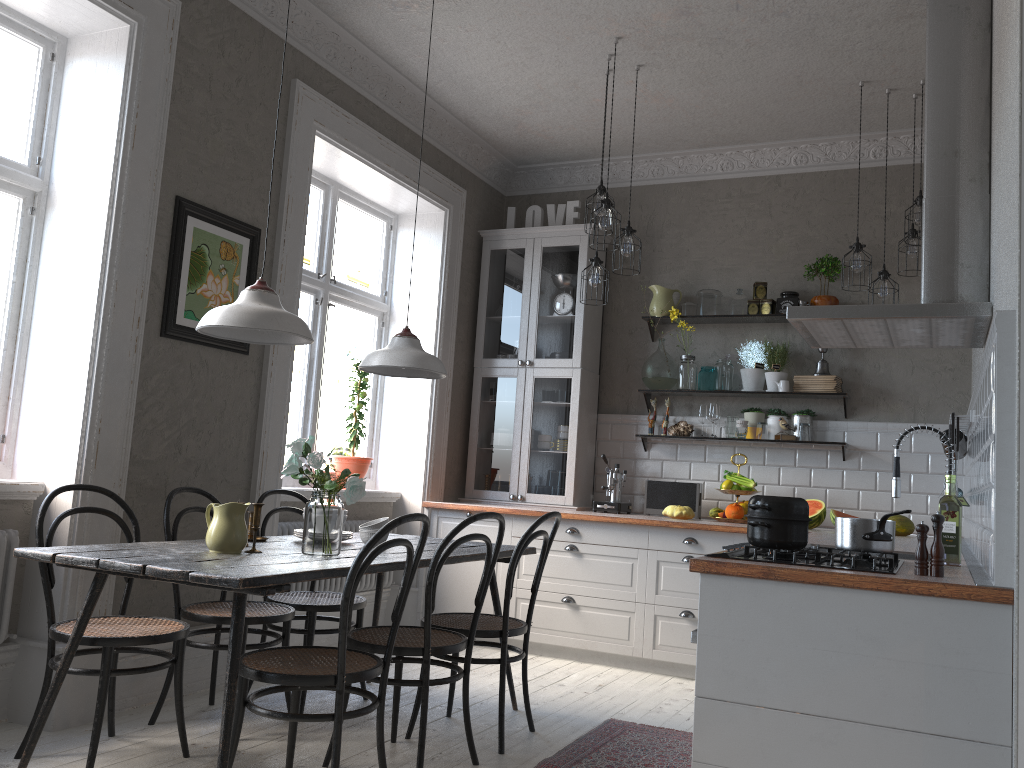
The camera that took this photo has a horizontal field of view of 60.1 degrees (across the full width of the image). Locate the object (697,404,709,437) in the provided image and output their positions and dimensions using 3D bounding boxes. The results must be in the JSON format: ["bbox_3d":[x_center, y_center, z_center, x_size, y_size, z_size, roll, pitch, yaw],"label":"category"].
[{"bbox_3d":[1.243,0.244,5.767,0.081,0.217,0.082,3,-6,11],"label":"object"}]

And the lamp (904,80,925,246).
[{"bbox_3d":[2.211,-1.610,4.767,0.147,1.735,0.146,4,-6,-3],"label":"lamp"}]

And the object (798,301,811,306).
[{"bbox_3d":[1.821,-0.472,5.505,0.092,0.096,0.076,1,-7,26],"label":"object"}]

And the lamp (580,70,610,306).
[{"bbox_3d":[0.497,-1.295,4.839,0.147,1.735,0.146,5,-6,-8],"label":"lamp"}]

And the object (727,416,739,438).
[{"bbox_3d":[1.401,0.278,5.623,0.079,0.139,0.078,4,-6,-2],"label":"object"}]

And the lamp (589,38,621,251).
[{"bbox_3d":[0.517,-1.540,4.508,0.148,1.735,0.145,6,-7,-18],"label":"lamp"}]

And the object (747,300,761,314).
[{"bbox_3d":[1.556,-0.478,5.685,0.081,0.113,0.084,1,-7,25],"label":"object"}]

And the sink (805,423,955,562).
[{"bbox_3d":[1.305,0.495,3.165,0.519,0.720,0.494,1,-7,25],"label":"sink"}]

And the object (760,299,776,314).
[{"bbox_3d":[1.632,-0.478,5.645,0.081,0.113,0.084,-1,-8,35],"label":"object"}]

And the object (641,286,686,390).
[{"bbox_3d":[0.974,-0.294,5.872,0.336,0.675,0.336,5,-6,-6],"label":"object"}]

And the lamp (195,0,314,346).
[{"bbox_3d":[-0.797,-1.076,3.074,0.386,1.859,0.372,7,-7,-27],"label":"lamp"}]

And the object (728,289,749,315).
[{"bbox_3d":[1.496,-0.520,5.831,0.141,0.220,0.138,6,-6,-15],"label":"object"}]

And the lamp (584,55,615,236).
[{"bbox_3d":[0.510,-1.651,4.705,0.145,1.735,0.148,3,-6,12],"label":"lamp"}]

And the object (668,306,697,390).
[{"bbox_3d":[1.106,-0.229,5.753,0.189,0.540,0.284,2,-6,17],"label":"object"}]

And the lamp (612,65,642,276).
[{"bbox_3d":[0.663,-1.450,4.782,0.145,1.735,0.148,3,-6,12],"label":"lamp"}]

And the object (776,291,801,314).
[{"bbox_3d":[1.767,-0.500,5.644,0.140,0.174,0.144,1,-7,25],"label":"object"}]

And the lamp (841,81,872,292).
[{"bbox_3d":[1.888,-1.367,4.801,0.149,1.735,0.144,8,-7,-33],"label":"lamp"}]

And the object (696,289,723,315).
[{"bbox_3d":[1.293,-0.517,5.816,0.175,0.184,0.169,7,-7,-25],"label":"object"}]

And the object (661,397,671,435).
[{"bbox_3d":[1.024,0.218,5.852,0.062,0.264,0.052,7,-7,-28],"label":"object"}]

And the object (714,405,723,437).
[{"bbox_3d":[1.319,0.244,5.728,0.081,0.217,0.082,3,-6,11],"label":"object"}]

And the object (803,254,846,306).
[{"bbox_3d":[1.963,-0.613,5.519,0.246,0.397,0.255,9,-8,-40],"label":"object"}]

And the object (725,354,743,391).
[{"bbox_3d":[1.445,-0.061,5.807,0.129,0.264,0.134,0,-7,31],"label":"object"}]

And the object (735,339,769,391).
[{"bbox_3d":[1.568,-0.112,5.690,0.239,0.354,0.239,-2,-8,43],"label":"object"}]

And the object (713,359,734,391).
[{"bbox_3d":[1.356,-0.051,5.677,0.127,0.206,0.122,9,-8,-42],"label":"object"}]

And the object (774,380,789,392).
[{"bbox_3d":[1.686,0.016,5.489,0.064,0.071,0.104,8,-7,-34],"label":"object"}]

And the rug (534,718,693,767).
[{"bbox_3d":[0.478,1.414,3.231,0.724,0.014,1.309,1,-7,26],"label":"rug"}]

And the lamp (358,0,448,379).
[{"bbox_3d":[-0.403,-0.964,3.885,0.372,1.859,0.386,0,-7,33],"label":"lamp"}]

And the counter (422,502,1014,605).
[{"bbox_3d":[0.499,0.683,4.235,3.110,0.039,3.444,1,-7,25],"label":"counter"}]

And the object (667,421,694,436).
[{"bbox_3d":[1.100,0.291,5.780,0.176,0.111,0.096,4,-6,2],"label":"object"}]

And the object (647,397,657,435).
[{"bbox_3d":[0.936,0.219,5.910,0.053,0.264,0.061,4,-6,-3],"label":"object"}]

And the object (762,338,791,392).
[{"bbox_3d":[1.665,-0.129,5.591,0.186,0.380,0.167,5,-6,-14],"label":"object"}]

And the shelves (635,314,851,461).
[{"bbox_3d":[1.471,0.031,5.680,1.295,0.923,0.232,1,-7,24],"label":"shelves"}]

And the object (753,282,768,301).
[{"bbox_3d":[1.588,-0.591,5.671,0.082,0.113,0.083,3,-6,5],"label":"object"}]

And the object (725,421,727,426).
[{"bbox_3d":[1.407,0.281,5.704,0.076,0.083,0.079,-2,-8,43],"label":"object"}]

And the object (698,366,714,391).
[{"bbox_3d":[1.283,-0.025,5.807,0.124,0.172,0.128,0,-7,29],"label":"object"}]

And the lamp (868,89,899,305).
[{"bbox_3d":[2.054,-1.227,4.857,0.147,1.735,0.146,4,-6,-3],"label":"lamp"}]

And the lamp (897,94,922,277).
[{"bbox_3d":[2.240,-1.462,4.925,0.149,1.735,0.144,7,-7,-23],"label":"lamp"}]

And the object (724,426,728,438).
[{"bbox_3d":[1.405,0.314,5.700,0.076,0.083,0.079,-2,-8,43],"label":"object"}]

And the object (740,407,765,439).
[{"bbox_3d":[1.533,0.250,5.660,0.156,0.217,0.156,3,-6,5],"label":"object"}]

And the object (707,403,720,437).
[{"bbox_3d":[1.282,0.233,5.645,0.081,0.217,0.082,3,-6,11],"label":"object"}]

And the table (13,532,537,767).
[{"bbox_3d":[-0.733,0.991,3.367,0.890,0.735,1.950,1,-7,26],"label":"table"}]
